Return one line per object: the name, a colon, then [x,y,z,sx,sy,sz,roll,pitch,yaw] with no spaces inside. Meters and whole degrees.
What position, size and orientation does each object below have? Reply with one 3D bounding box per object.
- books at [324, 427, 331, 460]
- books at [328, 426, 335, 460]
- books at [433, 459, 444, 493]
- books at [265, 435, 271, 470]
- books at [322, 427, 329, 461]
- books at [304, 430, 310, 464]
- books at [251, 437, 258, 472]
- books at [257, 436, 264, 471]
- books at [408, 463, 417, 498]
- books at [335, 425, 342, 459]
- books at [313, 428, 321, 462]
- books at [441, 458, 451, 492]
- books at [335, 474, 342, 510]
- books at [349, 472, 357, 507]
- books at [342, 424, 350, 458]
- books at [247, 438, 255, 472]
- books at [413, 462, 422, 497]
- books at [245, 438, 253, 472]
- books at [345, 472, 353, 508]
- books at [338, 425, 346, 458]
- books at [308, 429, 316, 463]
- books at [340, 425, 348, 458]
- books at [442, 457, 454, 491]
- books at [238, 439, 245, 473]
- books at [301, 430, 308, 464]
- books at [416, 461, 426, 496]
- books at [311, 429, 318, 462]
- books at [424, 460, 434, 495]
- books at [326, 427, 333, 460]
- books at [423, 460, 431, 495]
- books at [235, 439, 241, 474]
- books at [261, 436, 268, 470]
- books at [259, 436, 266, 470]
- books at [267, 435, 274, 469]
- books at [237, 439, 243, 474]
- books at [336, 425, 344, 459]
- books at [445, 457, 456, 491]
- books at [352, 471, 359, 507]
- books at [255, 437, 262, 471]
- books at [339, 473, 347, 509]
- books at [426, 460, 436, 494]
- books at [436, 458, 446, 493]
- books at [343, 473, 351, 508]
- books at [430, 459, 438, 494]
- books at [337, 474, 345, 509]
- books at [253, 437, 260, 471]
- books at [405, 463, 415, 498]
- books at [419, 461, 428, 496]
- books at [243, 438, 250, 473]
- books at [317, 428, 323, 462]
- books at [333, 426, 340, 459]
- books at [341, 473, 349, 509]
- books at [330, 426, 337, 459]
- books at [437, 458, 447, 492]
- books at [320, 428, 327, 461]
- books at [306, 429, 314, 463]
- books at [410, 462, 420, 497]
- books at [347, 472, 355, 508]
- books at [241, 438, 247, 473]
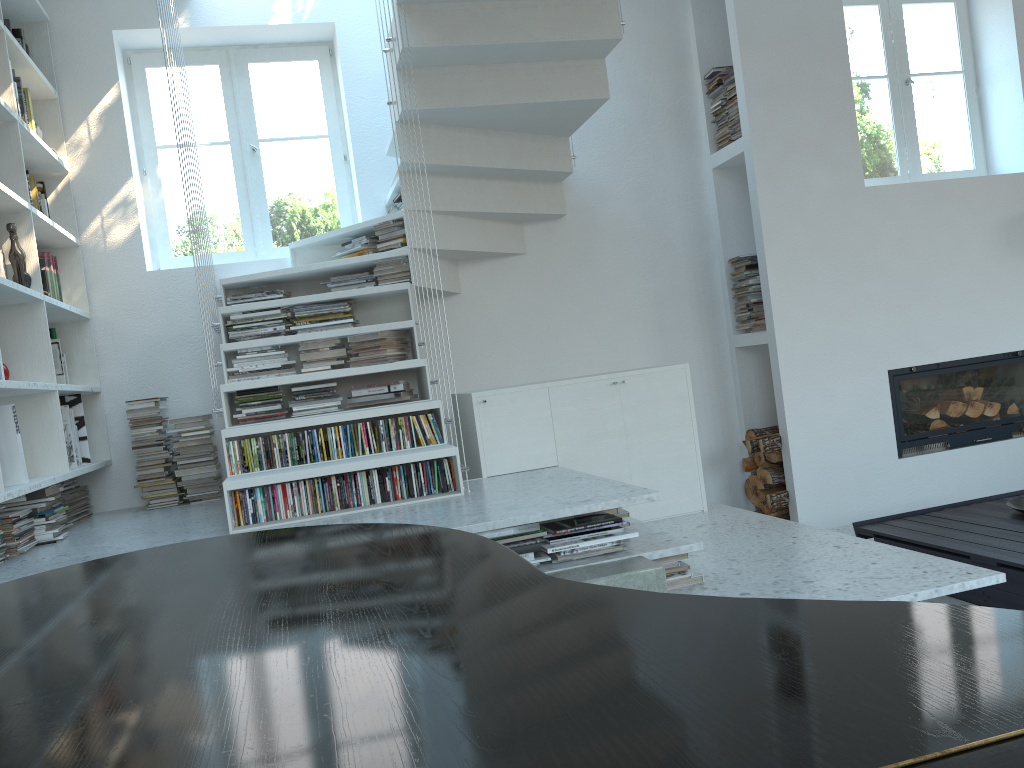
books: [-0.716,0.230,3.437,0.007,0.125,0.125,-8,1,-14]
books: [-0.701,0.228,3.441,0.010,0.125,0.125,-8,1,-14]
books: [-0.285,0.349,3.389,0.013,0.125,0.125,-8,1,-14]
books: [-0.932,0.260,3.385,0.010,0.125,0.125,-8,1,-14]
books: [-0.723,0.231,3.435,0.007,0.125,0.125,-8,1,-14]
books: [-0.790,0.241,3.419,0.012,0.125,0.125,-8,1,-14]
books: [-0.978,0.266,3.373,0.008,0.125,0.125,-8,1,-14]
books: [-0.956,0.263,3.379,0.007,0.125,0.125,-8,1,-14]
books: [-0.380,0.362,3.366,0.007,0.125,0.125,-8,1,-14]
books: [-0.677,0.225,3.447,0.008,0.125,0.125,-8,1,-14]
books: [-0.754,0.236,3.428,0.010,0.125,0.125,-8,1,-14]
books: [-0.259,0.346,3.395,0.012,0.125,0.125,-8,1,-14]
books: [-0.645,0.399,3.301,0.008,0.125,0.125,-8,1,-14]
books: [-0.594,0.391,3.314,0.008,0.125,0.125,-8,1,-14]
books: [-0.648,0.221,3.454,0.008,0.125,0.125,-8,1,-14]
books: [-0.989,0.268,3.371,0.012,0.125,0.125,-8,1,-14]
books: [-0.360,0.359,3.371,0.014,0.125,0.125,-8,1,-14]
books: [-0.997,0.269,3.369,0.010,0.125,0.125,-8,1,-14]
books: [-0.609,0.394,3.310,0.007,0.125,0.125,-8,1,-14]
books: [-0.663,0.223,3.450,0.008,0.125,0.125,-8,1,-14]
books: [-0.772,0.238,3.423,0.009,0.125,0.125,-8,1,-14]
books: [-0.655,0.222,3.452,0.007,0.125,0.125,-8,1,-14]
books: [-0.249,0.344,3.398,0.018,0.125,0.125,-8,1,-14]
books: [-1.021,0.272,3.363,0.009,0.125,0.125,-8,1,-14]
books: [-0.800,0.242,3.417,0.008,0.125,0.125,-8,1,-14]
books: [-0.349,0.358,3.373,0.010,0.125,0.125,-8,1,-14]
books: [-0.763,0.237,3.426,0.007,0.125,0.125,-8,1,-14]
books: [-0.319,0.354,3.381,0.011,0.125,0.125,-8,1,-14]
books: [-0.709,0.229,3.439,0.007,0.125,0.125,-8,1,-14]
books: [-0.329,0.355,3.378,0.009,0.125,0.125,-8,1,-14]
books: [-1.035,0.274,3.359,0.007,0.125,0.125,-8,1,-14]
books: [-0.941,0.261,3.382,0.008,0.125,0.125,-8,1,-14]
books: [-0.948,0.262,3.380,0.008,0.125,0.125,-8,1,-14]
books: [-0.921,0.259,3.387,0.010,0.125,0.125,-8,1,-14]
books: [-1.028,0.273,3.361,0.008,0.125,0.125,-8,1,-14]
books: [-0.670,0.224,3.448,0.008,0.125,0.125,-8,1,-14]
books: [-0.236,0.342,3.401,0.009,0.125,0.125,-8,1,-14]
books: [-0.587,0.390,3.315,0.010,0.125,0.125,-8,1,-14]
books: [-0.963,0.264,3.377,0.007,0.125,0.125,-8,1,-14]
books: [-0.631,0.396,3.305,0.008,0.125,0.125,-8,1,-14]
books: [-0.309,0.352,3.383,0.009,0.125,0.125,-8,1,-14]
books: [-0.276,0.348,3.391,0.009,0.125,0.125,-8,1,-14]
books: [-0.617,0.395,3.308,0.008,0.125,0.125,-8,1,-14]
books: [-0.299,0.351,3.386,0.016,0.125,0.125,-8,1,-14]
books: [-0.638,0.397,3.303,0.008,0.125,0.125,-8,1,-14]
books: [-0.970,0.265,3.375,0.007,0.125,0.125,-8,1,-14]
books: [-0.390,0.363,3.363,0.009,0.125,0.125,-8,1,-14]
books: [-0.338,0.356,3.376,0.013,0.125,0.125,-8,1,-14]
books: [-1.006,0.270,3.366,0.008,0.125,0.125,-8,1,-14]
books: [-0.742,0.234,3.431,0.014,0.125,0.125,-8,1,-14]
books: [-0.684,0.226,3.445,0.008,0.125,0.125,-8,1,-14]
books: [-0.624,0.396,3.306,0.008,0.125,0.125,-8,1,-14]
books: [-0.692,0.227,3.443,0.008,0.125,0.125,-8,1,-14]
books: [-0.269,0.347,3.393,0.007,0.125,0.125,-8,1,-14]
books: [-0.732,0.232,3.433,0.010,0.125,0.125,-8,1,-14]
books: [-0.780,0.239,3.422,0.010,0.125,0.125,-8,1,-14]
books: [-0.371,0.361,3.368,0.010,0.125,0.125,-8,1,-14]
books: [-0.602,0.393,3.312,0.008,0.125,0.125,-8,1,-14]
books: [-1.013,0.271,3.365,0.007,0.125,0.125,-8,1,-14]
